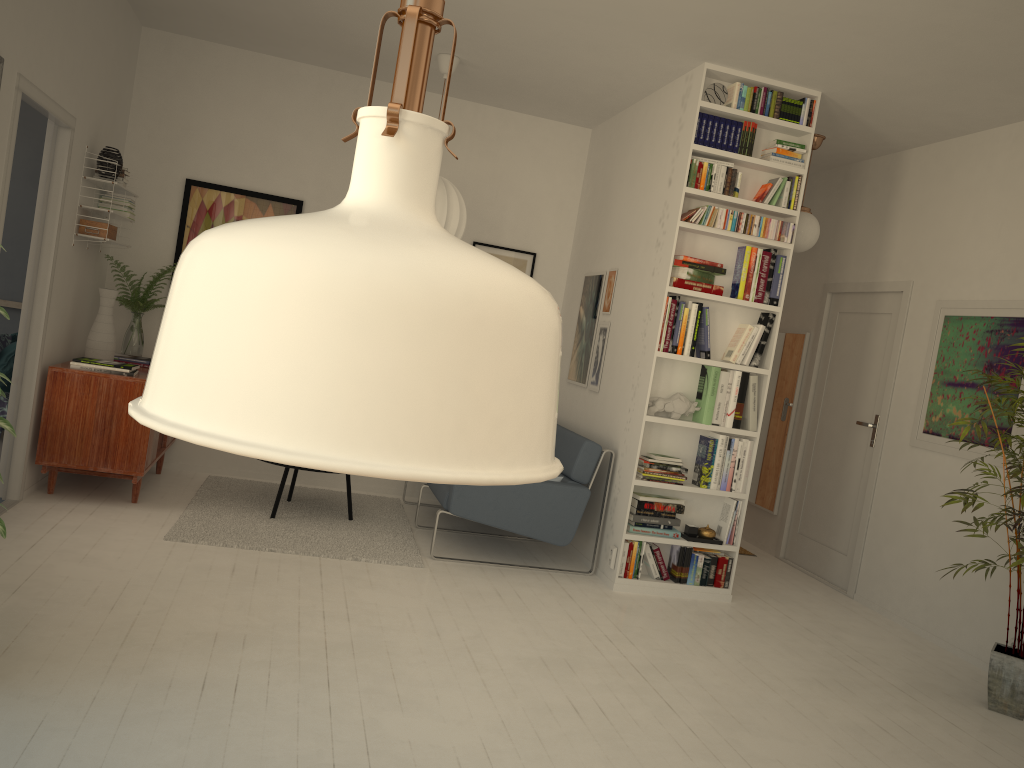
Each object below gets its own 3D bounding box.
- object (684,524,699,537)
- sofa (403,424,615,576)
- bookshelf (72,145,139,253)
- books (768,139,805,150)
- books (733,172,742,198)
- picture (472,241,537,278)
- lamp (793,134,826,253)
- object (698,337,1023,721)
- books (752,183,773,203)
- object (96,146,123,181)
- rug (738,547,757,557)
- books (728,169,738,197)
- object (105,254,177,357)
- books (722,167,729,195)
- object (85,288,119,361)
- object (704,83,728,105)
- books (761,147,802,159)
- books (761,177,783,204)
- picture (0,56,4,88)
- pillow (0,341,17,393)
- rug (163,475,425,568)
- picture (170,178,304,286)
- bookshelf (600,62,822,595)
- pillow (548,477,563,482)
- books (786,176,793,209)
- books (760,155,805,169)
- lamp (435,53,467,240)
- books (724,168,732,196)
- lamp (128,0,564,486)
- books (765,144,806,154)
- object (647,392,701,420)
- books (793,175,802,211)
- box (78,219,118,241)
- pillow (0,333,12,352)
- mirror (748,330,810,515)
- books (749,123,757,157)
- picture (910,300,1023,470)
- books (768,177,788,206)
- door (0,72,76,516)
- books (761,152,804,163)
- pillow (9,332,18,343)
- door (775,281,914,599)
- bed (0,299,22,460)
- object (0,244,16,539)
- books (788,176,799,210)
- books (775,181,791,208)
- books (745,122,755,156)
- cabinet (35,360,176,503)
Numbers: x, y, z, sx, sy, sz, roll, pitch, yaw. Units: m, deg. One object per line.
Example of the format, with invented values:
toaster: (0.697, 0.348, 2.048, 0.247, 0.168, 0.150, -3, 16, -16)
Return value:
object: (1.018, 0.832, 5.038, 0.058, 0.055, 0.058, 9, 3, -14)
sofa: (-0.090, 0.592, 5.671, 0.963, 0.773, 1.604, 9, 3, -14)
bookshelf: (-2.401, -1.066, 5.293, 0.184, 0.564, 0.695, 9, 3, -14)
books: (1.531, -1.332, 5.005, 0.169, 0.032, 0.188, 9, 3, -9)
books: (1.220, -1.095, 4.949, 0.020, 0.145, 0.190, 9, 3, -14)
picture: (-0.084, -0.805, 6.518, 0.481, 0.402, 0.015, 9, 3, -14)
lamp: (1.918, -1.244, 5.817, 0.275, 0.767, 0.275, 8, 3, -20)
object: (1.993, 0.534, 4.367, 0.778, 1.711, 2.090, 8, 3, -33)
books: (1.386, -1.067, 5.025, 0.073, 0.129, 0.200, 9, 3, -14)
object: (-2.290, -1.251, 5.049, 0.139, 0.200, 0.139, 11, 3, 30)
rug: (1.262, 1.157, 6.594, 0.941, 0.002, 0.553, 9, 3, -14)
books: (1.189, -1.104, 4.921, 0.023, 0.153, 0.176, 9, 3, -14)
object: (-2.413, -0.495, 5.785, 0.476, 0.685, 0.398, 9, 3, -12)
books: (1.145, -1.115, 4.924, 0.013, 0.159, 0.176, 9, 3, -14)
object: (-2.371, -0.331, 5.150, 0.160, 0.445, 0.158, 11, 3, 26)
object: (1.111, -1.573, 4.832, 0.131, 0.131, 0.131, 8, 3, -18)
books: (1.498, -1.289, 5.007, 0.173, 0.030, 0.199, 8, 3, -24)
books: (1.424, -1.078, 5.021, 0.092, 0.165, 0.223, 9, 3, -14)
picture: (-2.009, -0.826, 3.244, 0.020, 0.868, 0.525, 9, 3, -14)
pillow: (-3.012, -0.121, 5.428, 0.237, 0.385, 0.767, 9, 3, -16)
rug: (-1.266, 0.799, 5.372, 1.304, 0.012, 1.662, 9, 3, -12)
picture: (-1.912, -0.769, 6.088, 0.778, 1.133, 0.018, 9, 3, -14)
bookshelf: (1.107, -0.252, 5.011, 0.710, 2.899, 0.249, 9, 3, -14)
pillow: (0.009, 0.586, 5.028, 0.533, 0.353, 0.141, 9, 3, -14)
books: (1.527, -1.074, 5.045, 0.022, 0.187, 0.186, 9, 3, -14)
books: (1.498, -1.236, 5.015, 0.214, 0.038, 0.223, 9, 3, -14)
lamp: (-0.485, -1.389, 5.429, 0.536, 1.228, 0.536, 10, 3, 20)
books: (1.158, -1.112, 4.947, 0.024, 0.155, 0.207, 9, 3, -14)
lamp: (0.045, -0.757, 0.447, 0.230, 1.595, 0.229, 10, 3, 21)
books: (1.523, -1.308, 4.988, 0.179, 0.016, 0.209, 9, 3, -9)
object: (0.900, 0.118, 4.949, 0.311, 0.150, 0.137, 9, 3, -6)
books: (1.568, -1.073, 5.039, 0.022, 0.198, 0.212, 9, 3, -14)
box: (-2.391, -0.888, 5.126, 0.152, 0.084, 0.266, 9, 3, -14)
pillow: (-3.112, -0.137, 5.186, 0.237, 0.338, 0.437, 9, 3, -16)
mirror: (2.010, 0.274, 6.790, 0.029, 1.370, 0.500, 9, 3, -14)
books: (1.299, -1.345, 4.969, 0.020, 0.191, 0.205, 9, 3, -14)
picture: (2.545, -0.026, 4.882, 0.012, 0.876, 0.822, 9, 3, -14)
books: (1.460, -1.075, 5.016, 0.065, 0.168, 0.229, 9, 3, -14)
door: (-2.751, -0.404, 4.102, 0.882, 2.032, 0.956, 9, 3, -14)
books: (1.505, -1.263, 5.012, 0.200, 0.018, 0.209, 9, 3, -14)
pillow: (-3.190, -0.158, 5.560, 0.220, 0.385, 0.387, 9, 3, -13)
door: (2.270, 0.325, 6.033, 0.166, 2.032, 0.956, 9, 3, -14)
bed: (-3.670, -0.085, 5.238, 1.655, 0.973, 0.934, 9, 3, -14)
object: (-1.658, 0.179, 2.443, 0.569, 1.423, 0.513, 11, 3, 29)
books: (1.548, -1.071, 5.037, 0.014, 0.188, 0.218, 9, 3, -14)
books: (1.501, -1.059, 5.023, 0.030, 0.153, 0.200, 9, 3, -14)
books: (1.283, -1.347, 4.953, 0.020, 0.191, 0.205, 9, 3, -14)
cabinet: (-2.398, 0.246, 5.395, 0.546, 0.727, 1.263, 9, 3, -14)
